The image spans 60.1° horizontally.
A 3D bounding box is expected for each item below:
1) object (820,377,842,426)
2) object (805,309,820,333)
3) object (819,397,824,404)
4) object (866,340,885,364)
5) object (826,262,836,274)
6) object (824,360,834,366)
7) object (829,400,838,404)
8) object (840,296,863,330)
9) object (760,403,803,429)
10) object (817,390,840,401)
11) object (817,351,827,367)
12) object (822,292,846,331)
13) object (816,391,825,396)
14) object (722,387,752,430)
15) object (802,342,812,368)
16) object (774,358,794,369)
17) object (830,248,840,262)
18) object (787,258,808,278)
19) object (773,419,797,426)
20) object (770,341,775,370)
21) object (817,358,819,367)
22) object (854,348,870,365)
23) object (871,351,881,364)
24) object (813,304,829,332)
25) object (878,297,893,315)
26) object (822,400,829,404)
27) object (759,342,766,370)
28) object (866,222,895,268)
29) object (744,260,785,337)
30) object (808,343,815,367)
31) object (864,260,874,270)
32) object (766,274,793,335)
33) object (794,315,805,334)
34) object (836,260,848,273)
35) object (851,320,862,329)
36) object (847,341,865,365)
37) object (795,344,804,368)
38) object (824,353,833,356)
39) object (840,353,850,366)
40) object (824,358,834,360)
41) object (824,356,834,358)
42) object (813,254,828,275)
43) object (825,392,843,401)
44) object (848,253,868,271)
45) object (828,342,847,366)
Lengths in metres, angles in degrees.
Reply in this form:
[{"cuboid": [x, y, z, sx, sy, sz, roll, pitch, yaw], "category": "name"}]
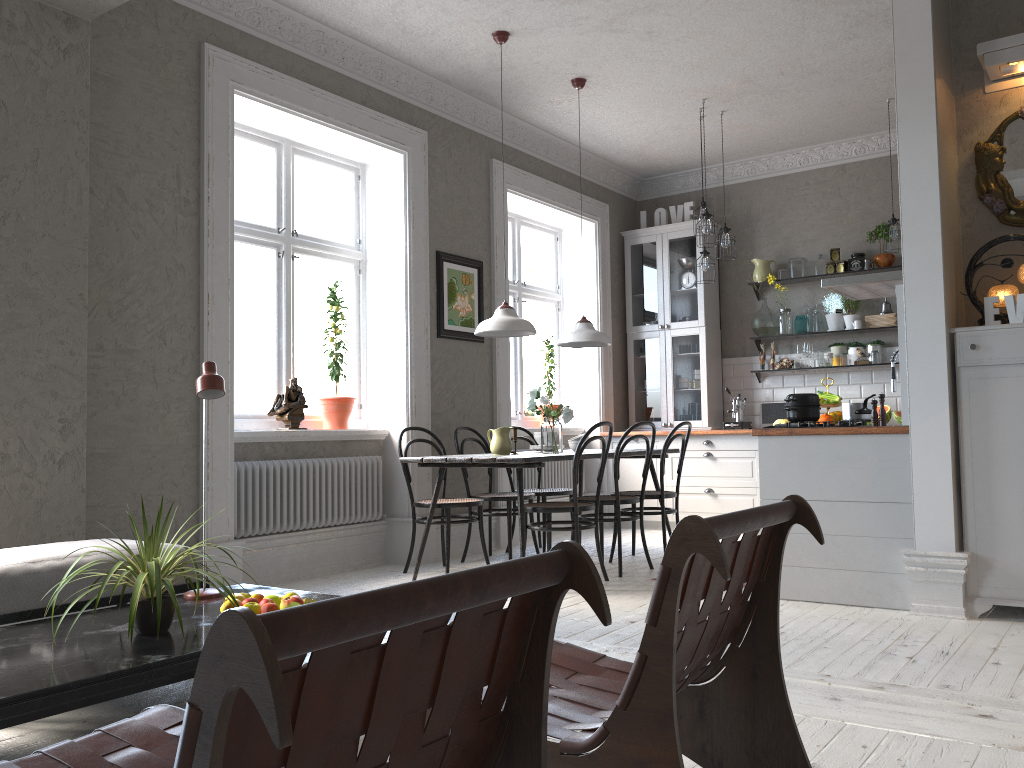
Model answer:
[{"cuboid": [2.640, 0.156, 7.394, 0.347, 0.425, 0.357, -2, -3, 20], "category": "object"}, {"cuboid": [2.588, -0.538, 7.630, 0.127, 0.206, 0.122, 1, -4, -32], "category": "object"}, {"cuboid": [2.559, 0.143, 7.364, 0.080, 0.069, 0.058, 1, -4, -35], "category": "object"}, {"cuboid": [3.057, -0.264, 7.428, 0.155, 0.213, 0.156, -3, -4, 33], "category": "object"}, {"cuboid": [2.740, -0.982, 7.586, 0.081, 0.113, 0.084, -3, -4, 35], "category": "object"}, {"cuboid": [2.686, -0.174, 7.505, 0.076, 0.051, 0.078, -3, -4, 28], "category": "object"}, {"cuboid": [2.667, 0.164, 7.349, 0.075, 0.062, 0.101, -2, -3, 9], "category": "object"}, {"cuboid": [2.866, -0.640, 7.487, 0.185, 0.380, 0.169, -1, -3, -4], "category": "object"}, {"cuboid": [2.329, 0.274, 7.651, 0.344, 0.226, 0.090, -3, -4, 35], "category": "object"}, {"cuboid": [2.635, 0.099, 7.368, 0.206, 0.101, 0.068, -4, -4, 41], "category": "object"}, {"cuboid": [2.656, -0.213, 7.581, 0.078, 0.139, 0.079, -1, -3, 8], "category": "object"}, {"cuboid": [2.790, -0.619, 7.604, 0.239, 0.354, 0.240, 1, -4, -37], "category": "object"}, {"cuboid": [2.584, 0.081, 7.410, 0.072, 0.058, 0.051, -2, -3, 12], "category": "object"}, {"cuboid": [1.963, 0.218, 7.800, 0.202, 0.370, 0.360, -3, -4, 35], "category": "object"}, {"cuboid": [2.540, -0.247, 7.622, 0.080, 0.217, 0.083, -2, -3, 21], "category": "object"}, {"cuboid": [2.392, -0.180, 7.790, 0.175, 0.111, 0.097, -2, -3, 12], "category": "object"}, {"cuboid": [2.758, -1.096, 7.563, 0.082, 0.113, 0.083, -2, -3, 15], "category": "object"}, {"cuboid": [2.503, -1.003, 7.760, 0.174, 0.184, 0.170, 0, -3, -16], "category": "object"}, {"cuboid": [2.288, 0.333, 7.425, 0.193, 0.083, 0.193, -3, -4, 36], "category": "object"}, {"cuboid": [2.322, -0.249, 7.872, 0.062, 0.264, 0.052, 0, -3, -19], "category": "object"}, {"cuboid": [2.677, -0.181, 7.659, 0.079, 0.083, 0.076, 1, -4, -37], "category": "object"}, {"cuboid": [2.927, -0.230, 7.397, 0.118, 0.147, 0.101, -1, -3, 3], "category": "object"}, {"cuboid": [3.005, -0.220, 7.320, 0.076, 0.108, 0.079, -3, -4, 29], "category": "object"}, {"cuboid": [2.695, -0.563, 7.743, 0.128, 0.264, 0.134, -4, -4, 41], "category": "object"}, {"cuboid": [3.105, -0.715, 7.354, 0.129, 0.287, 0.132, -2, -3, 20], "category": "object"}, {"cuboid": [2.602, 0.164, 7.352, 0.062, 0.061, 0.068, -3, -4, 35], "category": "object"}, {"cuboid": [2.247, -0.244, 7.944, 0.053, 0.264, 0.062, -1, -3, 6], "category": "object"}, {"cuboid": [3.094, -1.145, 7.345, 0.245, 0.397, 0.256, 1, -4, -30], "category": "object"}, {"cuboid": [2.224, -0.755, 7.880, 0.333, 0.674, 0.339, -1, -3, 4], "category": "object"}, {"cuboid": [2.591, -0.244, 7.698, 0.080, 0.217, 0.083, -2, -3, 21], "category": "object"}, {"cuboid": [2.968, -0.991, 7.362, 0.091, 0.096, 0.076, -3, -4, 36], "category": "object"}, {"cuboid": [2.340, -0.696, 7.742, 0.188, 0.540, 0.285, -3, -4, 27], "category": "object"}, {"cuboid": [2.542, -0.513, 7.772, 0.123, 0.172, 0.129, -4, -4, 39], "category": "object"}, {"cuboid": [2.808, -0.986, 7.533, 0.084, 0.113, 0.081, 2, -5, -45], "category": "object"}, {"cuboid": [2.884, -0.492, 7.389, 0.063, 0.071, 0.104, 0, -4, -24], "category": "object"}, {"cuboid": [2.919, -0.258, 7.513, 0.150, 0.214, 0.170, 0, -4, -25], "category": "object"}, {"cuboid": [2.524, -0.239, 7.750, 0.080, 0.217, 0.083, -2, -3, 21], "category": "object"}, {"cuboid": [2.685, -0.234, 7.508, 0.076, 0.051, 0.078, -2, -3, 21], "category": "object"}, {"cuboid": [2.811, -0.206, 7.487, 0.076, 0.108, 0.079, -3, -4, 29], "category": "object"}, {"cuboid": [2.686, -0.191, 7.506, 0.076, 0.051, 0.078, -3, -4, 28], "category": "object"}, {"cuboid": [2.686, -0.208, 7.507, 0.079, 0.051, 0.075, 1, -4, -36], "category": "object"}, {"cuboid": [2.703, -1.025, 7.740, 0.140, 0.220, 0.139, -1, -3, -5], "category": "object"}, {"cuboid": [2.698, 0.110, 7.408, 0.090, 0.096, 0.177, 1, -4, -34], "category": "object"}, {"cuboid": [2.936, -1.021, 7.508, 0.139, 0.174, 0.145, -3, -4, 35], "category": "object"}, {"cuboid": [2.789, -0.255, 7.594, 0.155, 0.217, 0.157, -2, -3, 15], "category": "object"}]
